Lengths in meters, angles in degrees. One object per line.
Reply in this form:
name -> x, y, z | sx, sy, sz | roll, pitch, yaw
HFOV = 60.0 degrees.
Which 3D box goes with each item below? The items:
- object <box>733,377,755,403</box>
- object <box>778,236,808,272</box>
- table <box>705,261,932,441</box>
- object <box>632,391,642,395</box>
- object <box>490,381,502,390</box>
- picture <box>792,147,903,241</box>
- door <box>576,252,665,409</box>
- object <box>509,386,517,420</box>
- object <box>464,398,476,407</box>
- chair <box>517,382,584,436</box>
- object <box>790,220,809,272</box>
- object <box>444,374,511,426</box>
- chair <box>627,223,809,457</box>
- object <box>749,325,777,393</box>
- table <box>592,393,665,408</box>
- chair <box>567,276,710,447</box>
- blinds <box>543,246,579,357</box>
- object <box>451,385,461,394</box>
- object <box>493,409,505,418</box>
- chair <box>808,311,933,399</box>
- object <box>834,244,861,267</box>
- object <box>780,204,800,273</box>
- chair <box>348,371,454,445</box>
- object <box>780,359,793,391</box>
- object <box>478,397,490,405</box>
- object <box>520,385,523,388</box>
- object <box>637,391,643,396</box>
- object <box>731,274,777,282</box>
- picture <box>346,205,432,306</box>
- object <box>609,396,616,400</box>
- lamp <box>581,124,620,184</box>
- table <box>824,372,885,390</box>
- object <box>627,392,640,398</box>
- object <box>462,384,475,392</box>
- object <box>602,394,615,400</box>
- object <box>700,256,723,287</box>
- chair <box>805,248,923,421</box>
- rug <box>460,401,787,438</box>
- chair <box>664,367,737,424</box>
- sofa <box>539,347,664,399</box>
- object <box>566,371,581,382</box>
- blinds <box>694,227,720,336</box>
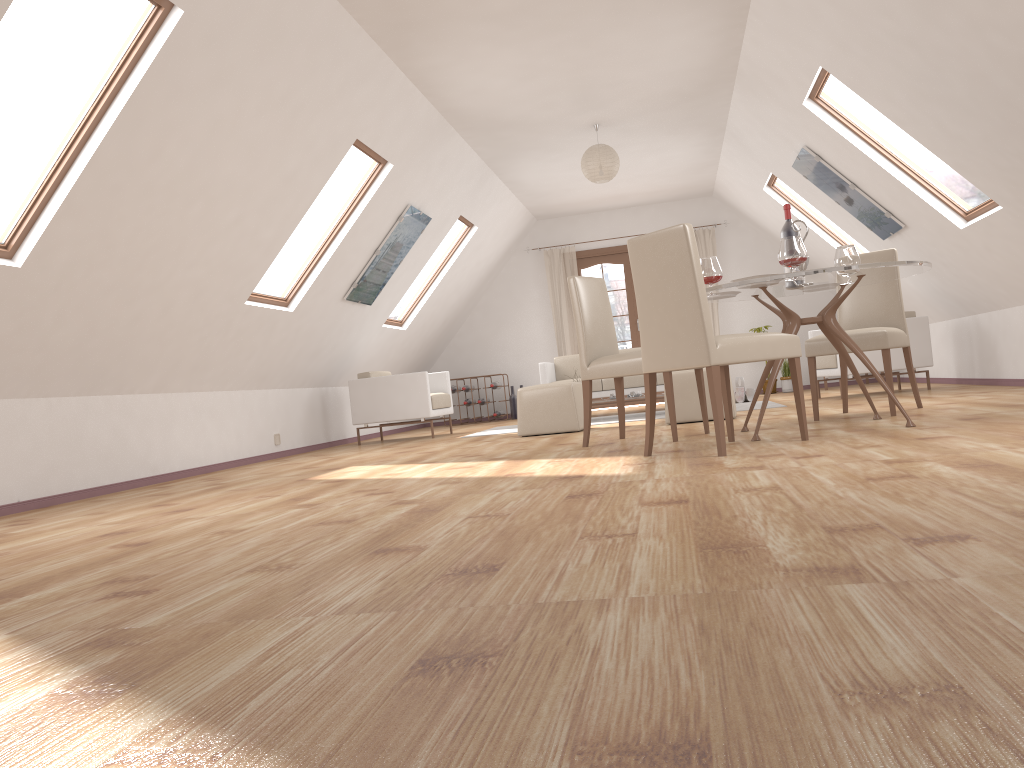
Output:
object -> 2.381, 0.058, 9.238 | 0.212, 0.267, 0.315 | -6, 0, -2
object -> 1.339, -0.608, 4.232 | 0.136, 0.183, 0.136 | -6, -1, -11
table -> 1.559, -0.149, 4.600 | 1.198, 0.770, 1.198 | -6, -1, 31
object -> 1.187, 0.095, 8.565 | 0.064, 0.052, 0.143 | -6, -1, 41
object -> -0.222, 0.020, 11.566 | 0.109, 0.109, 0.435 | -6, -1, 11
picture -> 2.728, -1.545, 7.276 | 0.683, 0.738, 0.650 | -6, -1, 11
door -> 1.629, -0.733, 11.624 | 1.546, 2.001, 0.098 | -6, -1, 11
object -> 0.026, 0.244, 11.507 | 0.115, 0.443, 0.120 | -6, 0, 5
object -> -0.567, 0.243, 11.631 | 0.109, 0.109, 0.435 | -6, -1, 11
chair -> 0.327, 0.189, 7.060 | 0.506, 0.394, 0.506 | -6, -1, 15
object -> 1.499, -0.692, 4.603 | 0.086, 0.322, 0.096 | -6, -1, -27
object -> -0.468, 0.208, 11.655 | 0.854, 0.608, 0.417 | -6, -1, 11
chair -> 0.926, -0.200, 4.065 | 0.618, 0.999, 0.477 | -6, -1, -35
object -> 3.148, -0.302, 11.057 | 0.311, 0.846, 0.307 | -6, 0, 3
table -> 1.095, 0.226, 8.436 | 1.173, 0.190, 0.730 | -6, -1, 11
chair -> 0.724, -0.169, 5.143 | 0.618, 0.999, 0.477 | -6, -1, 35
blinds -> 0.735, -0.733, 11.697 | 0.423, 2.130, 0.120 | -6, -1, 8
object -> -0.768, 0.075, 11.664 | 0.110, 0.110, 0.439 | -6, -1, 11
object -> -0.182, 0.394, 11.561 | 0.109, 0.109, 0.435 | -6, -1, 11
chair -> 3.211, -0.259, 8.007 | 0.820, 0.706, 0.748 | -6, 0, 0
object -> 1.806, -0.652, 4.776 | 0.136, 0.183, 0.136 | -6, -1, 37
object -> 1.497, -0.748, 4.756 | 0.109, 0.435, 0.109 | -6, -1, 6
chair -> -1.075, 0.198, 8.823 | 0.820, 0.706, 0.748 | -6, -1, 13
object -> 3.347, -0.139, 10.768 | 0.234, 0.480, 0.209 | -6, -1, -23
object -> -0.385, 0.227, 11.597 | 0.109, 0.109, 0.435 | -6, -1, 11
object -> 0.147, 0.233, 11.697 | 0.115, 0.443, 0.120 | -6, 0, 5
object -> 1.240, 0.089, 8.413 | 0.143, 0.052, 0.064 | -6, -1, 11
object -> 1.204, -0.511, 4.349 | 0.228, 0.020, 0.228 | -6, -1, -34
picture -> -1.098, -1.137, 7.995 | 0.683, 0.738, 0.650 | -6, -1, 11
object -> 0.979, 0.115, 8.321 | 0.064, 0.052, 0.143 | -6, -1, 41
lamp -> 0.762, -2.014, 7.749 | 0.340, 0.497, 0.340 | -6, -1, -40
table -> 3.984, -0.159, 10.580 | 0.730, 0.390, 0.773 | -6, -1, 9
object -> 1.136, 0.099, 8.291 | 0.064, 0.051, 0.143 | -6, -1, -19
object -> -0.587, 0.059, 11.635 | 0.109, 0.109, 0.435 | -6, -1, 11
object -> 0.926, 0.122, 8.472 | 0.143, 0.052, 0.064 | -6, -1, 11
object -> 1.036, -0.572, 4.650 | 0.136, 0.183, 0.136 | -6, -1, -11
chair -> 2.104, -0.312, 5.359 | 0.477, 0.999, 0.618 | -6, -1, 38
rug -> 1.055, 0.322, 8.377 | 2.800, 0.007, 1.600 | -6, -1, 11
chair -> 1.397, 0.073, 6.614 | 0.506, 0.394, 0.506 | -6, -1, 15
sofa -> 1.301, -0.044, 9.688 | 1.880, 0.706, 0.820 | -6, -1, 11
object -> 0.620, -0.001, 8.581 | 0.184, 0.359, 0.123 | -6, -1, -38
blinds -> 2.486, -0.923, 11.329 | 0.424, 2.129, 0.123 | -6, 0, 5
